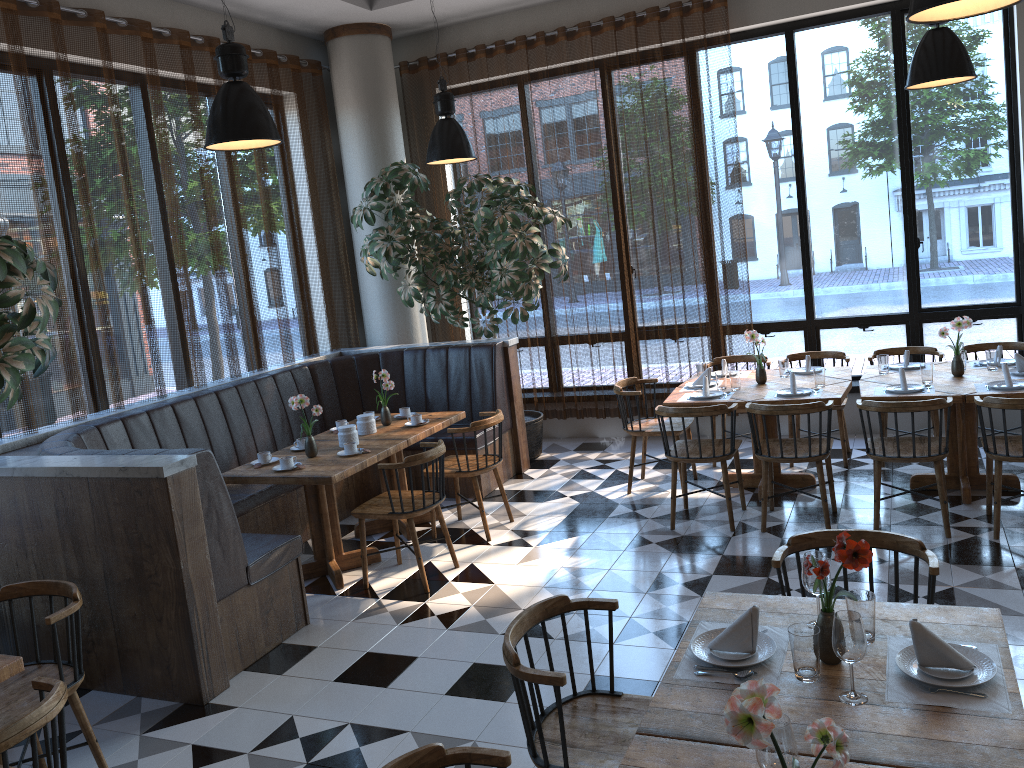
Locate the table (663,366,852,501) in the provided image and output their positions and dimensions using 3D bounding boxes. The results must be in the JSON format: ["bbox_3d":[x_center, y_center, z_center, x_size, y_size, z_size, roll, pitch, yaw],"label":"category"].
[{"bbox_3d":[1.818,0.373,6.364,1.213,0.760,1.223,-2,10,28],"label":"table"}]

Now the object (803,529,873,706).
[{"bbox_3d":[0.833,0.578,2.268,0.166,0.353,0.297,-2,9,30],"label":"object"}]

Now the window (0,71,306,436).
[{"bbox_3d":[3.507,-1.357,6.026,15.126,3.150,4.518,-6,8,1],"label":"window"}]

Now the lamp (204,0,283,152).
[{"bbox_3d":[-1.465,-2.124,4.387,0.390,1.855,0.393,-3,8,27],"label":"lamp"}]

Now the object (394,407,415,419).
[{"bbox_3d":[-0.795,0.214,6.594,0.175,0.066,0.177,-4,9,15],"label":"object"}]

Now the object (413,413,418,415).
[{"bbox_3d":[-0.664,0.225,6.561,0.155,0.023,0.034,-4,9,15],"label":"object"}]

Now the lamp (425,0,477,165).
[{"bbox_3d":[-0.555,-2.561,6.452,0.390,1.855,0.392,-1,9,37],"label":"lamp"}]

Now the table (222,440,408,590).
[{"bbox_3d":[-1.200,0.836,5.632,0.849,0.760,0.856,-3,9,24],"label":"table"}]

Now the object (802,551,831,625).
[{"bbox_3d":[0.883,0.596,2.562,0.081,0.214,0.081,-8,7,-12],"label":"object"}]

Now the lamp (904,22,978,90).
[{"bbox_3d":[2.419,-2.685,5.111,0.390,1.855,0.392,-6,7,2],"label":"lamp"}]

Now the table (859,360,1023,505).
[{"bbox_3d":[2.966,0.325,5.847,1.213,0.760,1.223,-2,10,28],"label":"table"}]

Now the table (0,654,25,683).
[{"bbox_3d":[-2.173,1.397,2.841,0.849,0.760,0.856,-3,9,24],"label":"table"}]

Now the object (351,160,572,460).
[{"bbox_3d":[-0.386,-0.619,7.737,1.757,2.767,1.485,-9,8,-17],"label":"object"}]

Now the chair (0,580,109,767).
[{"bbox_3d":[-1.904,1.248,3.406,0.519,0.813,0.553,-3,8,24],"label":"chair"}]

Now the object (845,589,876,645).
[{"bbox_3d":[0.967,0.647,2.450,0.080,0.131,0.080,-12,9,-35],"label":"object"}]

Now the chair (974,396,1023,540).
[{"bbox_3d":[2.942,0.429,5.048,0.519,0.813,0.553,-3,8,24],"label":"chair"}]

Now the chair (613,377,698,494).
[{"bbox_3d":[1.084,0.376,6.695,0.549,0.813,0.523,-3,8,24],"label":"chair"}]

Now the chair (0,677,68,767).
[{"bbox_3d":[-1.557,1.339,2.595,0.549,0.813,0.523,-3,8,24],"label":"chair"}]

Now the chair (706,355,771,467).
[{"bbox_3d":[1.849,0.211,7.180,0.519,0.813,0.553,-3,8,24],"label":"chair"}]

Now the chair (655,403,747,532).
[{"bbox_3d":[1.252,0.500,5.811,0.519,0.813,0.553,-3,8,24],"label":"chair"}]

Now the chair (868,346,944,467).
[{"bbox_3d":[2.982,0.163,6.669,0.519,0.813,0.553,-3,8,24],"label":"chair"}]

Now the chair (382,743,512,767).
[{"bbox_3d":[-0.052,1.281,1.883,0.549,0.813,0.523,-3,8,24],"label":"chair"}]

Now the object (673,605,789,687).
[{"bbox_3d":[0.616,0.681,2.466,0.271,0.136,0.354,-3,10,24],"label":"object"}]

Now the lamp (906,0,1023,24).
[{"bbox_3d":[1.510,-2.248,3.046,0.390,1.855,0.392,-5,7,12],"label":"lamp"}]

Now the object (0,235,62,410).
[{"bbox_3d":[-2.778,0.295,3.757,1.480,2.767,1.763,-6,7,5],"label":"object"}]

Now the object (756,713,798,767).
[{"bbox_3d":[0.528,0.766,1.757,0.081,0.214,0.081,-8,7,-12],"label":"object"}]

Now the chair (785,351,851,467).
[{"bbox_3d":[2.390,0.188,6.935,0.519,0.813,0.553,-3,8,24],"label":"chair"}]

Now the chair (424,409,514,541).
[{"bbox_3d":[-0.296,0.621,6.153,0.549,0.813,0.523,-3,8,24],"label":"chair"}]

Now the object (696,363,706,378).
[{"bbox_3d":[1.433,-0.090,6.694,0.080,0.131,0.080,-5,7,9],"label":"object"}]

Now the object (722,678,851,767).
[{"bbox_3d":[0.483,0.713,1.540,0.207,0.398,0.147,-9,7,-17],"label":"object"}]

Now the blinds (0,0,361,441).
[{"bbox_3d":[-2.710,-0.695,5.931,0.155,3.563,5.579,-3,9,25],"label":"blinds"}]

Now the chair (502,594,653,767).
[{"bbox_3d":[0.294,1.115,2.668,0.549,0.813,0.523,-3,8,24],"label":"chair"}]

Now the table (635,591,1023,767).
[{"bbox_3d":[0.895,1.118,2.390,0.849,0.760,0.856,-3,9,24],"label":"table"}]

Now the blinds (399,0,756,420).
[{"bbox_3d":[0.532,-1.435,8.223,3.195,3.564,0.156,-3,8,25],"label":"blinds"}]

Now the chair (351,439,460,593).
[{"bbox_3d":[-0.639,0.786,5.377,0.549,0.813,0.523,-3,8,24],"label":"chair"}]

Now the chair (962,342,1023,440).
[{"bbox_3d":[3.539,0.140,6.417,0.519,0.813,0.553,-3,8,24],"label":"chair"}]

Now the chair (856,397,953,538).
[{"bbox_3d":[2.368,0.453,5.307,0.519,0.813,0.553,-3,8,24],"label":"chair"}]

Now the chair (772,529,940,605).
[{"bbox_3d":[1.163,0.968,2.963,0.519,0.813,0.553,-3,8,24],"label":"chair"}]

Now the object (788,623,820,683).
[{"bbox_3d":[0.759,0.696,2.289,0.080,0.131,0.080,-11,9,-30],"label":"object"}]

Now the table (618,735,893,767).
[{"bbox_3d":[0.555,1.281,1.619,0.849,0.760,0.856,-3,9,24],"label":"table"}]

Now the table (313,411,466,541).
[{"bbox_3d":[-0.860,0.673,6.404,0.849,0.760,0.856,-3,9,24],"label":"table"}]

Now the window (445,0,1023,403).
[{"bbox_3d":[1.737,-1.466,7.958,4.961,3.151,0.367,-3,8,24],"label":"window"}]

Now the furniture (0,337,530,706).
[{"bbox_3d":[-1.560,0.584,6.233,1.916,1.144,4.064,-3,10,24],"label":"furniture"}]

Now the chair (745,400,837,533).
[{"bbox_3d":[1.776,0.478,5.574,0.519,0.813,0.553,-3,8,24],"label":"chair"}]

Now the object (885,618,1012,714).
[{"bbox_3d":[1.090,0.663,2.243,0.271,0.136,0.354,-3,10,24],"label":"object"}]
